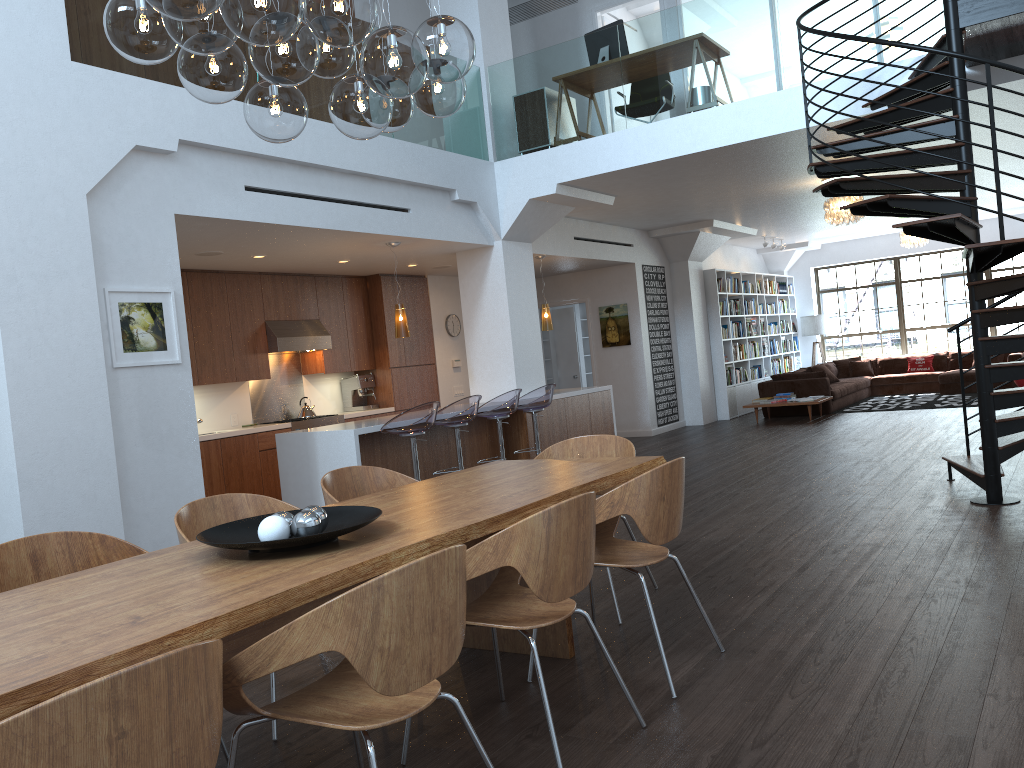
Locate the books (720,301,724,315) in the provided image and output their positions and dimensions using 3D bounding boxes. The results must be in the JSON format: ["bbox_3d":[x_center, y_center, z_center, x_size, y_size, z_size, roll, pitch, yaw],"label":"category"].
[{"bbox_3d":[3.335,-1.212,14.336,0.172,0.235,0.112,-5,2,33],"label":"books"}]

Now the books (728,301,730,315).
[{"bbox_3d":[3.505,-1.237,14.633,0.174,0.236,0.142,-5,2,34],"label":"books"}]

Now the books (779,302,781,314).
[{"bbox_3d":[5.066,-1.448,17.022,0.161,0.223,0.026,-5,2,32],"label":"books"}]

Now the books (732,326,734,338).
[{"bbox_3d":[3.581,-0.860,14.691,0.161,0.223,0.027,-5,2,33],"label":"books"}]

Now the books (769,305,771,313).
[{"bbox_3d":[4.764,-1.378,16.550,0.120,0.167,0.020,-5,2,33],"label":"books"}]

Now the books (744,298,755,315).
[{"bbox_3d":[4.196,-1.362,15.699,0.176,0.290,0.053,-5,2,33],"label":"books"}]

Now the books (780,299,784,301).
[{"bbox_3d":[5.221,-1.505,17.289,0.176,0.290,0.036,-5,2,32],"label":"books"}]

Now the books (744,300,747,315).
[{"bbox_3d":[3.939,-1.307,15.274,0.182,0.253,0.034,-5,2,33],"label":"books"}]

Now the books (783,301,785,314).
[{"bbox_3d":[5.212,-1.484,17.255,0.183,0.253,0.034,-5,2,32],"label":"books"}]

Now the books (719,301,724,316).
[{"bbox_3d":[3.349,-1.217,14.378,0.172,0.239,0.093,-5,2,33],"label":"books"}]

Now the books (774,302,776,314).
[{"bbox_3d":[4.928,-1.432,16.836,0.158,0.226,0.052,-5,2,33],"label":"books"}]

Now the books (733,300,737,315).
[{"bbox_3d":[3.679,-1.271,14.910,0.183,0.253,0.042,-5,2,33],"label":"books"}]

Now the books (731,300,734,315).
[{"bbox_3d":[3.595,-1.262,14.783,0.180,0.259,0.042,-5,2,33],"label":"books"}]

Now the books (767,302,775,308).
[{"bbox_3d":[4.904,-1.431,16.793,0.140,0.231,0.042,-5,2,33],"label":"books"}]

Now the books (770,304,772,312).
[{"bbox_3d":[4.807,-1.393,16.641,0.134,0.184,0.030,-5,2,33],"label":"books"}]

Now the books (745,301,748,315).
[{"bbox_3d":[3.976,-1.305,15.338,0.174,0.239,0.045,-5,2,33],"label":"books"}]

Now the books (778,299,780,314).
[{"bbox_3d":[5.010,-1.472,16.971,0.198,0.284,0.066,-5,2,32],"label":"books"}]

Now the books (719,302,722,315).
[{"bbox_3d":[3.297,-1.198,14.288,0.161,0.218,0.101,-5,2,33],"label":"books"}]

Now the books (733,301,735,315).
[{"bbox_3d":[3.643,-1.262,14.846,0.171,0.246,0.039,-5,2,33],"label":"books"}]

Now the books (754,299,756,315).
[{"bbox_3d":[4.226,-1.363,15.752,0.197,0.283,0.065,-5,2,33],"label":"books"}]

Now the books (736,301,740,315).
[{"bbox_3d":[3.749,-1.273,14.999,0.174,0.240,0.054,-5,2,33],"label":"books"}]

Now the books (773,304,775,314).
[{"bbox_3d":[4.888,-1.408,16.758,0.139,0.191,0.036,-5,2,33],"label":"books"}]

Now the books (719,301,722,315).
[{"bbox_3d":[3.316,-1.208,14.310,0.152,0.232,0.104,-5,2,33],"label":"books"}]

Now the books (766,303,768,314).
[{"bbox_3d":[4.644,-1.379,16.369,0.146,0.202,0.027,-5,2,33],"label":"books"}]

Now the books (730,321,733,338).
[{"bbox_3d":[3.519,-0.883,14.607,0.197,0.283,0.065,-5,2,33],"label":"books"}]

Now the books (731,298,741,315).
[{"bbox_3d":[3.793,-1.303,15.104,0.198,0.284,0.049,-5,2,33],"label":"books"}]

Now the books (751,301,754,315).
[{"bbox_3d":[4.162,-1.331,15.632,0.174,0.239,0.045,-5,2,33],"label":"books"}]

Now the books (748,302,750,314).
[{"bbox_3d":[4.060,-1.313,15.487,0.167,0.230,0.037,-5,2,33],"label":"books"}]

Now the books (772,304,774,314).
[{"bbox_3d":[4.863,-1.407,16.725,0.136,0.196,0.045,-5,2,33],"label":"books"}]

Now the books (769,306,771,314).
[{"bbox_3d":[4.756,-1.374,16.524,0.106,0.162,0.032,-5,2,33],"label":"books"}]

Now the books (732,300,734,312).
[{"bbox_3d":[3.619,-1.261,14.815,0.160,0.251,0.039,-5,2,33],"label":"books"}]

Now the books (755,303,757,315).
[{"bbox_3d":[4.263,-1.337,15.787,0.161,0.223,0.026,-5,2,33],"label":"books"}]

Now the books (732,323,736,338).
[{"bbox_3d":[3.629,-0.879,14.762,0.170,0.245,0.057,-5,2,33],"label":"books"}]

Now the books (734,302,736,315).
[{"bbox_3d":[3.662,-1.253,14.878,0.161,0.223,0.033,-5,2,33],"label":"books"}]

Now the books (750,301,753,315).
[{"bbox_3d":[4.131,-1.330,15.591,0.170,0.245,0.057,-5,2,33],"label":"books"}]

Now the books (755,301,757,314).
[{"bbox_3d":[4.279,-1.353,15.807,0.159,0.250,0.026,-5,2,33],"label":"books"}]

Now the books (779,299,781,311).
[{"bbox_3d":[5.076,-1.484,17.059,0.176,0.290,0.053,-5,2,32],"label":"books"}]

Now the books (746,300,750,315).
[{"bbox_3d":[4.028,-1.319,15.423,0.182,0.253,0.034,-5,2,33],"label":"books"}]

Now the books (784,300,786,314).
[{"bbox_3d":[5.250,-1.493,17.329,0.180,0.259,0.060,-5,2,32],"label":"books"}]

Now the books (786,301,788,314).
[{"bbox_3d":[5.320,-1.493,17.447,0.174,0.240,0.045,-5,2,32],"label":"books"}]

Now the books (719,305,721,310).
[{"bbox_3d":[3.261,-1.175,14.220,0.161,0.182,0.170,-5,2,33],"label":"books"}]

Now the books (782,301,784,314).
[{"bbox_3d":[5.182,-1.474,17.228,0.174,0.240,0.045,-5,2,32],"label":"books"}]

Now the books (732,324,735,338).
[{"bbox_3d":[3.604,-0.872,14.717,0.174,0.239,0.045,-5,2,33],"label":"books"}]

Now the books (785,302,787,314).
[{"bbox_3d":[5.291,-1.480,17.385,0.161,0.223,0.027,-5,2,32],"label":"books"}]

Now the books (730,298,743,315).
[{"bbox_3d":[3.834,-1.311,15.139,0.176,0.291,0.053,-5,2,33],"label":"books"}]

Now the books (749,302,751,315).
[{"bbox_3d":[4.085,-1.312,15.509,0.161,0.223,0.026,-5,2,33],"label":"books"}]

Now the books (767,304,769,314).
[{"bbox_3d":[4.674,-1.378,16.421,0.139,0.191,0.036,-5,2,33],"label":"books"}]

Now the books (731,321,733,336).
[{"bbox_3d":[3.556,-0.891,14.655,0.176,0.290,0.053,-5,2,33],"label":"books"}]

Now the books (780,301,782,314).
[{"bbox_3d":[5.102,-1.469,17.095,0.183,0.253,0.034,-5,2,32],"label":"books"}]

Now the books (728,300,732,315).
[{"bbox_3d":[3.553,-1.253,14.707,0.183,0.253,0.042,-5,2,33],"label":"books"}]

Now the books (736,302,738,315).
[{"bbox_3d":[3.712,-1.260,14.933,0.161,0.223,0.032,-5,2,33],"label":"books"}]

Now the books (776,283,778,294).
[{"bbox_3d":[5.015,-1.818,17.004,0.161,0.223,0.032,-5,2,33],"label":"books"}]

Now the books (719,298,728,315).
[{"bbox_3d":[3.423,-1.252,14.467,0.176,0.290,0.053,-5,2,33],"label":"books"}]
